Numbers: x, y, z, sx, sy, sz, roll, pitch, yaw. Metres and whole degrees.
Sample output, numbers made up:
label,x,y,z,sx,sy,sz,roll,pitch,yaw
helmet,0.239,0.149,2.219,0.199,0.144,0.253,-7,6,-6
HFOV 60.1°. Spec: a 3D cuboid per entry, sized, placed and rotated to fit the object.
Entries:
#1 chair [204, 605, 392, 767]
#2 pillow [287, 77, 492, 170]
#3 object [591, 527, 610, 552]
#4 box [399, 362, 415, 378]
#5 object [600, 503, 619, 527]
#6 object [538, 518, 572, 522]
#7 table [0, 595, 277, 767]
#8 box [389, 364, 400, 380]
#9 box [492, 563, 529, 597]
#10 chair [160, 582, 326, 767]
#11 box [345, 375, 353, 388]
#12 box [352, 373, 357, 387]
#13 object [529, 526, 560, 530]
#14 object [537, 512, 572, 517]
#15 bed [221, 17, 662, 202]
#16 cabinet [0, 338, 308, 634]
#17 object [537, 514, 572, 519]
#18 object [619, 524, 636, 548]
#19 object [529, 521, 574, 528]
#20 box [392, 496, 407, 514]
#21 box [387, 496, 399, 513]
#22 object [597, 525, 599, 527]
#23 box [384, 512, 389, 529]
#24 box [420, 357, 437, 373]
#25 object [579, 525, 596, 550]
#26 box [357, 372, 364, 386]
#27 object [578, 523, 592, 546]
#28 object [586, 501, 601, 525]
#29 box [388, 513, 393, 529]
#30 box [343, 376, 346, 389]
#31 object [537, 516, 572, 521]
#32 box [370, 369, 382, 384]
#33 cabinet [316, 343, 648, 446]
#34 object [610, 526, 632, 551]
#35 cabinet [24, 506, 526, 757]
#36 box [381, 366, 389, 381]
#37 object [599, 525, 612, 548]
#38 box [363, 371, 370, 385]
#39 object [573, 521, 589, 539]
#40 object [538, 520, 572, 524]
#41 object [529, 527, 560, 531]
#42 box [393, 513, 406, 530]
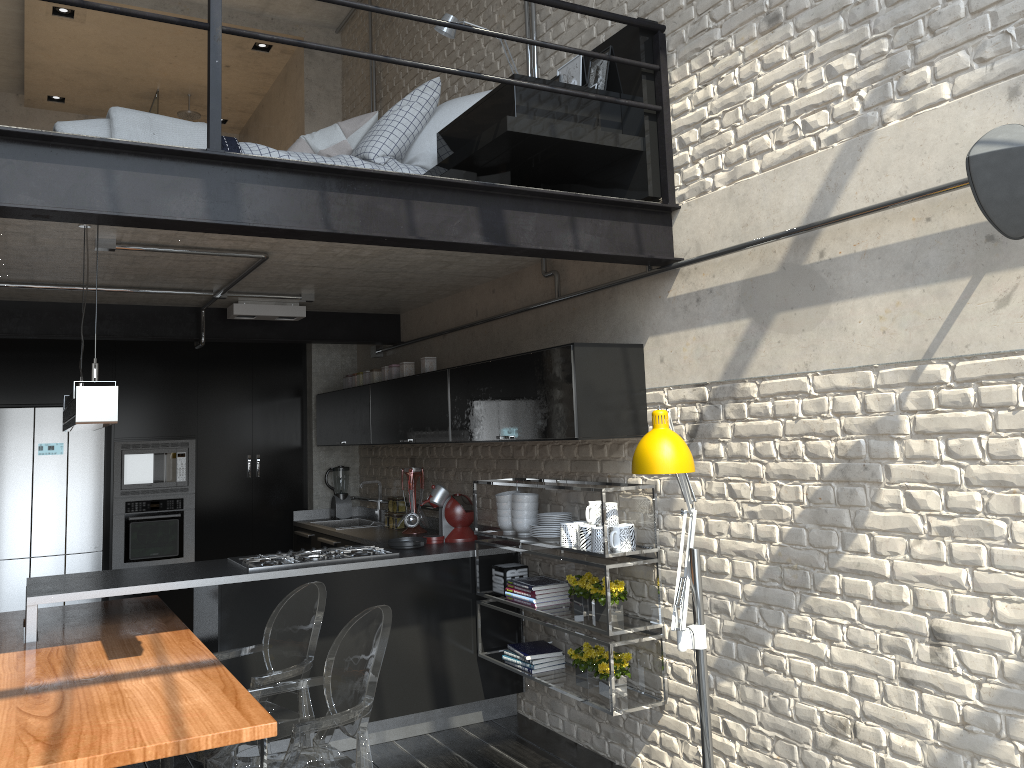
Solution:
label,x,y,z,sx,sy,sz,roll,pitch,yaw
chair,-0.685,1.278,3.013,0.589,0.947,0.537,2,-7,-34
pillow,-0.925,-1.323,5.391,1.143,0.738,2.125,0,-5,-31
object,0.397,0.681,3.894,0.108,0.101,0.082,2,-7,-39
box,-0.686,-0.088,5.796,0.081,0.111,0.080,1,-7,-29
object,0.443,0.582,3.945,0.108,0.101,0.082,2,-7,-39
object,0.211,0.677,4.349,0.171,0.030,0.170,-1,-4,-24
table,-1.720,1.448,3.484,0.927,0.738,2.658,1,-4,-29
box,-0.782,-0.074,5.962,0.081,0.111,0.080,1,-7,-29
box,-0.008,1.042,4.710,0.150,0.151,0.149,1,-6,-29
chair,-1.030,1.324,3.580,0.588,0.947,0.537,4,-8,-44
box,-1.218,-0.013,6.732,0.081,0.111,0.080,1,-7,-29
box,-1.144,-0.024,6.607,0.081,0.111,0.080,1,-7,-29
object,0.211,0.709,4.345,0.251,0.031,0.251,-4,-4,30
object,0.210,0.651,4.352,0.171,0.030,0.170,-1,-4,-24
bed,-1.582,-1.055,5.240,2.694,0.847,4.454,0,-4,-29
cabinet,-2.824,0.815,6.991,2.318,2.492,0.549,1,-7,-28
object,0.210,0.660,4.351,0.171,0.030,0.170,-1,-4,-24
object,0.514,0.683,3.987,0.083,0.101,0.108,-3,-5,5
object,0.211,0.701,4.346,0.251,0.031,0.251,-4,-4,30
box,-0.781,0.840,6.146,0.081,0.111,0.080,2,-7,-34
box,-0.822,0.846,6.220,0.080,0.111,0.080,-6,-7,36
object,0.445,0.692,4.102,0.108,0.101,0.082,1,-6,-30
box,-0.854,0.959,6.245,0.081,0.111,0.080,0,-6,-24
box,-0.517,-0.111,5.497,0.081,0.111,0.080,1,-7,-29
object,0.343,0.689,3.994,0.083,0.101,0.108,-3,-5,5
box,-1.095,-0.030,6.525,0.081,0.111,0.080,1,-7,-29
object,0.354,0.694,4.087,0.108,0.101,0.082,2,-7,-39
object,0.379,0.591,4.063,0.108,0.101,0.082,-1,-6,-15
box,-0.810,0.953,6.172,0.081,0.111,0.080,2,-7,-34
box,-1.253,-0.007,6.819,0.081,0.111,0.080,1,-7,-29
object,0.211,0.669,4.350,0.171,0.030,0.170,-1,-4,-24
box,-0.958,-0.049,6.279,0.081,0.111,0.080,1,-7,-29
cabinet,-0.502,0.162,5.600,0.399,0.424,3.872,1,-4,-29
object,0.470,0.679,3.894,0.108,0.101,0.082,-1,-6,-15
cabinet,-1.660,1.427,5.523,2.430,1.011,2.730,0,-4,-29
box,-0.847,-0.065,6.080,0.081,0.111,0.080,1,-7,-29
object,0.421,0.687,3.995,0.108,0.101,0.082,-1,-6,-15
box,-1.028,-0.039,6.407,0.081,0.111,0.080,1,-7,-29
object,0.328,0.701,4.191,0.083,0.101,0.108,-3,-5,5
object,0.211,0.686,4.347,0.171,0.030,0.170,-1,-4,-24
object,0.211,0.717,4.344,0.251,0.031,0.251,-4,-4,30
box,-0.775,0.947,6.101,0.081,0.111,0.080,0,-6,-19
